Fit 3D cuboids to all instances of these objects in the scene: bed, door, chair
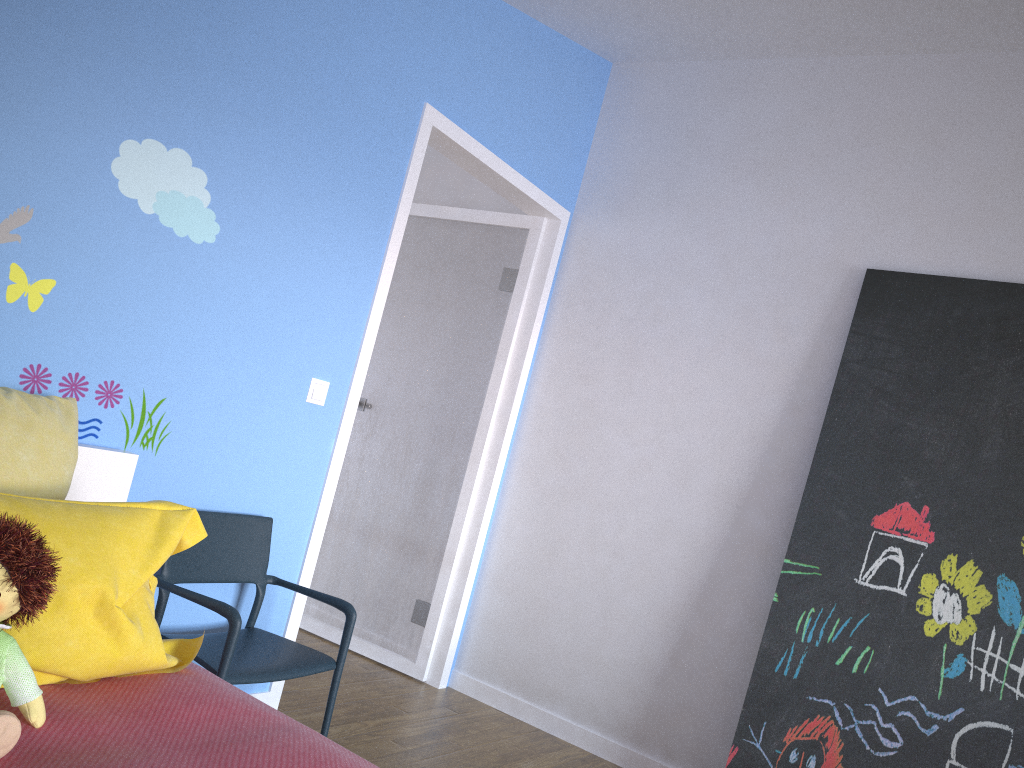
[{"bbox_3d":[-0.570,0.614,1.034,2.304,0.810,1.941,12,-4,33],"label":"bed"},{"bbox_3d":[-0.691,0.094,3.675,0.992,2.126,1.040,14,-2,33],"label":"door"},{"bbox_3d":[-0.776,0.737,2.498,0.414,0.673,0.516,14,-2,30],"label":"chair"}]

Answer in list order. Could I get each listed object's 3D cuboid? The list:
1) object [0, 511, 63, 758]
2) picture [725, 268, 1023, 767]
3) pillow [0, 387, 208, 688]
[{"bbox_3d":[-0.805,0.357,1.289,0.287,0.341,0.250,16,-2,-22],"label":"object"},{"bbox_3d":[1.349,0.626,2.799,0.952,2.016,0.209,14,-1,33],"label":"picture"},{"bbox_3d":[-1.140,0.184,1.453,0.675,0.531,1.356,13,-4,35],"label":"pillow"}]
